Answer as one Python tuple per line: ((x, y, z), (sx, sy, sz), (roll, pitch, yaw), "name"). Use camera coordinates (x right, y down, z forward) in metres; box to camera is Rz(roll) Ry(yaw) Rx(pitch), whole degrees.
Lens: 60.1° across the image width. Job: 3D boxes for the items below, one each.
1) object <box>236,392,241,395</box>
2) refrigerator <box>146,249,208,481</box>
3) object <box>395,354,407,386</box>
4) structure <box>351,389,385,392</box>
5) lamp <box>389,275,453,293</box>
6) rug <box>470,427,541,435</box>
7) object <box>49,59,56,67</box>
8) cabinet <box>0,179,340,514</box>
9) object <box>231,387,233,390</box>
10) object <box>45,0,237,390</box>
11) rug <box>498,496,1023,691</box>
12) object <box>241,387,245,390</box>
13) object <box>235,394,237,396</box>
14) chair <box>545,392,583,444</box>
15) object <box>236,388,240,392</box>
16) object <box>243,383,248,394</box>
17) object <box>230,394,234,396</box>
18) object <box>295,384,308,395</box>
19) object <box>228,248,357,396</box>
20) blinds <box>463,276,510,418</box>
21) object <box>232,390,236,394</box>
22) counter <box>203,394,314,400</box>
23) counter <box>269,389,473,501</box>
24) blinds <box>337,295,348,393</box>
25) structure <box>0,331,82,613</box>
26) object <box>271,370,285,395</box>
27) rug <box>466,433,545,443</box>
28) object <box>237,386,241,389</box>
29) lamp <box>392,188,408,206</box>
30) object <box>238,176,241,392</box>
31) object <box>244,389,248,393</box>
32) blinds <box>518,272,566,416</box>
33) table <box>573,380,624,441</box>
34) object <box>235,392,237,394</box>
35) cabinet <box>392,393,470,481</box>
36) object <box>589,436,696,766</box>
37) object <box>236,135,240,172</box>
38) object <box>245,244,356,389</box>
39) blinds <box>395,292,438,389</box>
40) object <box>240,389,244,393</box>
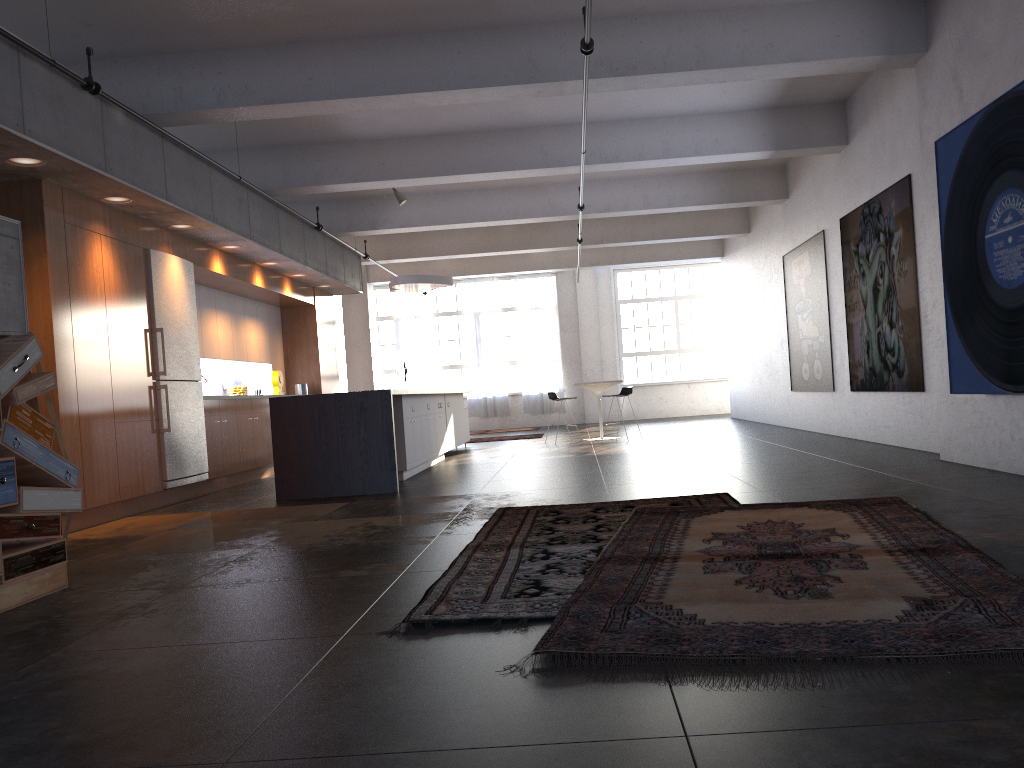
((-3.548, 0.125, 11.490), (0.052, 0.053, 0.061), (-4, 0, -15), "object")
((-3.369, -0.172, 8.808), (0.220, 2.191, 0.956), (-4, 0, 1), "refrigerator")
((-2.482, 0.297, 19.871), (1.178, 1.920, 1.057), (-4, 0, 3), "object")
((-1.734, 0.115, 10.611), (0.511, 0.072, 0.641), (-4, -1, 3), "structure")
((-1.584, -1.608, 14.255), (1.028, 0.130, 1.057), (-3, -1, -41), "lamp")
((-0.884, 1.146, 20.821), (3.126, 0.009, 1.817), (-4, -1, 2), "rug")
((-3.544, 0.051, 11.618), (0.063, 0.051, 0.053), (-4, 0, -5), "object")
((-4.371, -0.176, 10.820), (2.375, 2.563, 8.120), (-4, -1, 4), "cabinet")
((-3.633, 0.068, 11.545), (0.052, 0.053, 0.062), (-4, 0, -39), "object")
((-3.597, 0.051, 11.491), (0.058, 0.060, 0.051), (-4, 0, 37), "object")
((1.224, 0.775, 4.041), (1.860, 0.048, 3.552), (-4, -1, 13), "rug")
((-3.330, -1.052, 8.142), (0.053, 2.169, 6.843), (-4, -1, -4), "object")
((-3.580, 0.152, 11.515), (0.051, 0.055, 0.061), (-4, 0, -6), "object")
((0.814, 0.570, 14.303), (0.512, 0.895, 0.457), (-4, 0, -20), "chair")
((-3.319, -1.044, 8.752), (0.057, 2.190, 5.606), (-4, 0, -7), "object")
((-3.695, 0.087, 12.243), (0.060, 0.210, 0.144), (-4, 0, 4), "object")
((-5.411, 0.725, 5.353), (0.054, 1.095, 12.876), (-4, -1, 16), "object")
((-3.210, 0.089, 13.497), (0.194, 0.170, 0.187), (-4, 0, -38), "object")
((-5.534, 0.673, 5.307), (0.940, 1.214, 13.307), (-4, -1, 15), "object")
((-0.680, -1.010, 21.806), (1.036, 3.698, 0.338), (-4, 1, -1), "blinds")
((-3.613, 0.101, 11.495), (0.053, 0.054, 0.061), (-4, 0, -6), "object")
((-3.911, 0.219, 11.559), (1.604, 0.039, 4.468), (-4, -1, 4), "counter")
((-1.423, 0.596, 11.544), (1.140, 0.971, 6.667), (-4, -1, 4), "counter")
((-3.866, -0.777, 21.933), (1.025, 3.714, 0.315), (-4, 1, 1), "blinds")
((-2.612, 0.410, 3.874), (0.637, 1.315, 1.916), (-4, 0, 4), "structure")
((-3.394, -0.006, 12.865), (0.099, 0.381, 0.275), (-4, 0, 4), "object")
((-0.837, 1.088, 17.116), (2.880, 0.029, 1.857), (-4, -1, 2), "rug")
((-3.467, -1.077, 6.640), (0.059, 2.165, 9.881), (-4, -1, -2), "object")
((-1.606, -2.700, 12.654), (0.224, 0.287, 0.130), (-4, 0, -14), "lamp")
((-3.561, 0.097, 11.612), (0.051, 0.053, 0.062), (-4, 0, 10), "object")
((-5.376, -0.930, 5.939), (0.061, 2.210, 11.945), (-4, -1, 18), "object")
((0.683, -1.111, 21.774), (1.029, 3.752, 0.342), (-4, 1, 0), "blinds")
((1.453, 0.439, 14.607), (0.827, 0.952, 0.830), (-4, 0, 3), "table")
((-3.604, 0.113, 11.557), (0.052, 0.053, 0.061), (-4, 0, -44), "object")
((-1.367, 0.629, 12.156), (0.920, 0.930, 5.658), (-4, -1, 4), "cabinet")
((-2.541, 1.266, 8.554), (19.709, 0.001, 27.249), (-4, -1, 3), "object")
((-3.529, 0.090, 11.567), (0.050, 0.053, 0.065), (-4, 0, 41), "object")
((-3.501, 0.051, 11.589), (0.056, 0.060, 0.053), (-4, 0, 26), "object")
((-2.372, -0.881, 21.862), (1.031, 3.676, 0.361), (-4, 1, 1), "blinds")
((-3.174, -1.034, 10.395), (0.054, 2.228, 2.379), (-4, 0, -21), "object")
